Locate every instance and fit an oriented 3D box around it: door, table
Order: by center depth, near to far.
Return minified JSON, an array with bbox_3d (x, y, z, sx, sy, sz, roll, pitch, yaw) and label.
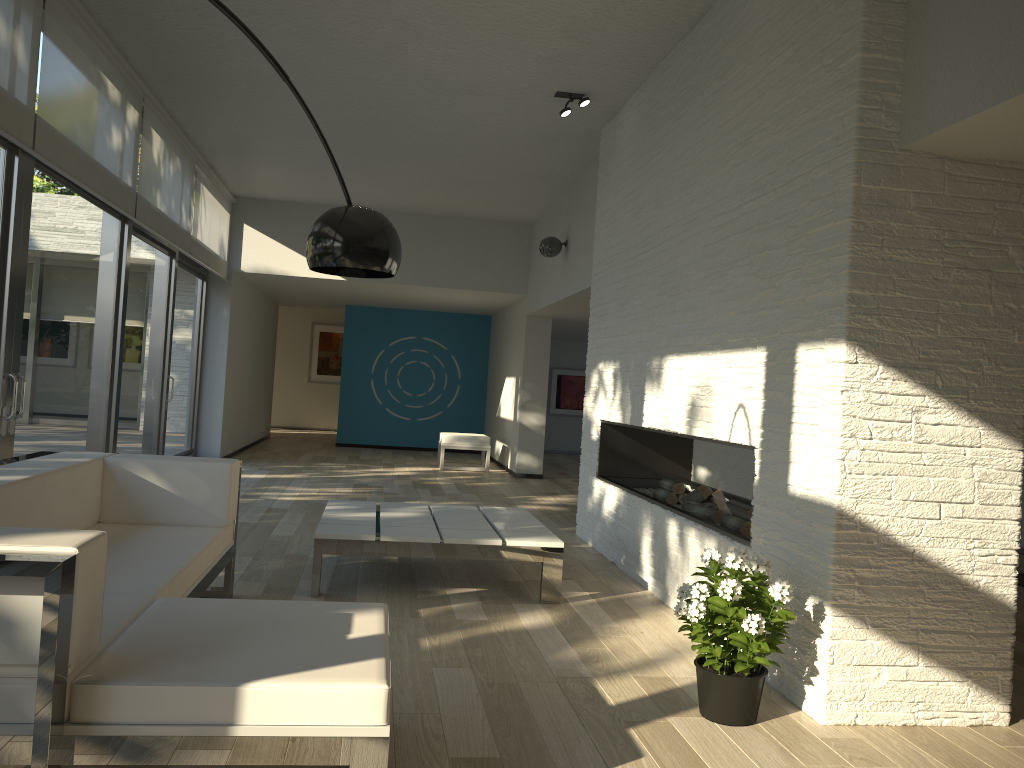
[{"bbox_3d":[-0.442,0.903,4.931,1.220,0.305,1.220,4,0,-8],"label":"table"},{"bbox_3d":[-1.939,-0.052,6.362,19.437,2.374,22.946,4,0,-9],"label":"door"}]

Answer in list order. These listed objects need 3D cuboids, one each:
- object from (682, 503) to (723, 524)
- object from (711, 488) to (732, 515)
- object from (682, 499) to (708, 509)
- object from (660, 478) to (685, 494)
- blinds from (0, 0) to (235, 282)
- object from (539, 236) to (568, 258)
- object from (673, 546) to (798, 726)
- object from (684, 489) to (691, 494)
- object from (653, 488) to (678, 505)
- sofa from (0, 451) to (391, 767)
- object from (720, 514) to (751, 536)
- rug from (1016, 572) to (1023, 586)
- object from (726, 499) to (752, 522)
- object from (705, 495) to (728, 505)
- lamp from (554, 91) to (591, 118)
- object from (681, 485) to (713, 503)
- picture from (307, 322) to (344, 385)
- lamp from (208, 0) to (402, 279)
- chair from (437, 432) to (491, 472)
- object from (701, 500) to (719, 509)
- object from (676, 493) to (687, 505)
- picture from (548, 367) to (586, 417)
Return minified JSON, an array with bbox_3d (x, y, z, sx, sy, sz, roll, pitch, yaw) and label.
[{"bbox_3d":[1.017,0.691,4.742,0.075,0.074,0.246,4,-1,-30],"label":"object"},{"bbox_3d":[1.141,0.653,4.772,0.064,0.165,0.225,4,-1,-10],"label":"object"},{"bbox_3d":[1.025,0.692,4.936,0.075,0.074,0.245,4,0,-10],"label":"object"},{"bbox_3d":[0.989,0.629,5.472,0.082,0.073,0.237,4,0,-10],"label":"object"},{"bbox_3d":[-2.372,-1.634,4.445,0.056,0.984,11.528,4,0,-9],"label":"blinds"},{"bbox_3d":[0.416,-1.308,8.496,0.315,0.203,0.201,4,-1,-8],"label":"object"},{"bbox_3d":[0.749,0.841,3.000,0.405,0.571,0.430,3,-1,13],"label":"object"},{"bbox_3d":[1.096,0.700,5.488,0.082,0.073,0.237,4,0,-10],"label":"object"},{"bbox_3d":[0.945,0.690,5.468,0.075,0.074,0.245,4,0,-10],"label":"object"},{"bbox_3d":[-1.198,0.670,2.981,1.545,0.655,2.404,4,0,-9],"label":"sofa"},{"bbox_3d":[1.109,0.694,4.373,0.075,0.074,0.245,4,0,-10],"label":"object"},{"bbox_3d":[3.835,1.320,5.165,0.979,0.011,1.998,4,0,-9],"label":"rug"},{"bbox_3d":[1.149,0.631,4.381,0.093,0.088,0.260,4,0,-10],"label":"object"},{"bbox_3d":[1.138,0.658,4.975,0.064,0.060,0.229,4,0,-8],"label":"object"},{"bbox_3d":[0.405,-1.867,5.946,0.234,0.153,0.135,4,-1,-8],"label":"lamp"},{"bbox_3d":[1.049,0.646,5.042,0.093,0.170,0.271,4,-1,-10],"label":"object"},{"bbox_3d":[-3.292,-0.573,17.474,1.378,1.191,0.017,4,-1,-8],"label":"picture"},{"bbox_3d":[-0.909,-0.011,2.027,0.283,2.024,1.752,3,-1,34],"label":"lamp"},{"bbox_3d":[-0.620,0.863,11.336,0.611,0.442,0.610,4,-1,-8],"label":"chair"},{"bbox_3d":[1.099,0.697,4.934,0.076,0.076,0.236,4,0,-10],"label":"object"},{"bbox_3d":[1.020,0.695,5.466,0.076,0.076,0.236,4,0,-10],"label":"object"},{"bbox_3d":[1.123,0.154,15.342,0.958,0.829,0.017,4,-1,-8],"label":"picture"}]
